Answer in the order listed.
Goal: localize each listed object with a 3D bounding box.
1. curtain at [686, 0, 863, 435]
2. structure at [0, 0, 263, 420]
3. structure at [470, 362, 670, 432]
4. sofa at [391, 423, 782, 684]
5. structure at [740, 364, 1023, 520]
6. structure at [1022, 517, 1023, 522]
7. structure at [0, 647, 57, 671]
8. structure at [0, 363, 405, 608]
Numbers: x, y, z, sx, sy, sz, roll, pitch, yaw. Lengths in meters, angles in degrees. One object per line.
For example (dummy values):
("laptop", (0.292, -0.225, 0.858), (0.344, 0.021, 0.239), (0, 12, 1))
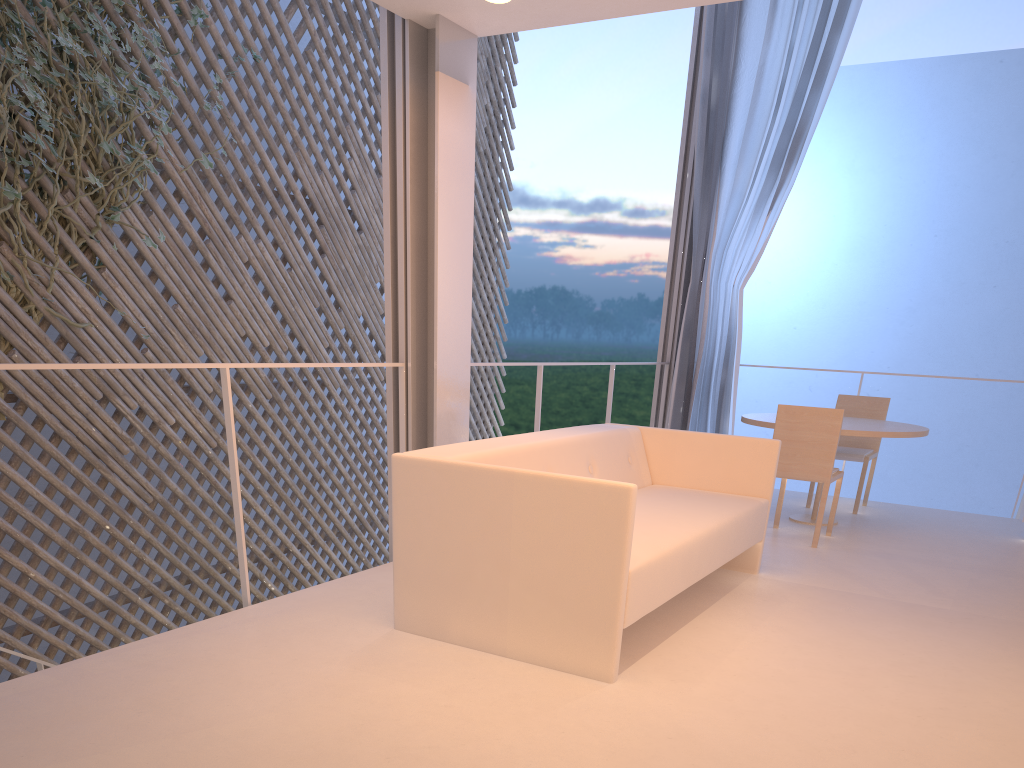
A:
("curtain", (1.027, -0.841, 3.085), (0.500, 2.661, 0.088), (11, 23, 22))
("structure", (-1.363, -1.307, 2.737), (0.724, 2.996, 2.165), (11, 17, 23))
("structure", (0.227, 0.218, 2.961), (0.027, 0.611, 1.603), (16, 12, 31))
("sofa", (0.225, 0.327, 1.906), (0.483, 0.406, 0.928), (9, 9, 31))
("structure", (1.759, 0.858, 4.223), (1.319, 1.971, 1.341), (12, 18, 29))
("structure", (1.566, 0.270, 3.315), (1.663, 3.651, 3.422), (14, 17, 30))
("structure", (-1.458, 0.933, 2.016), (1.155, 2.160, 1.810), (11, 16, 24))
("structure", (-0.713, 0.258, 1.493), (0.027, 0.611, 1.605), (16, 12, 31))
